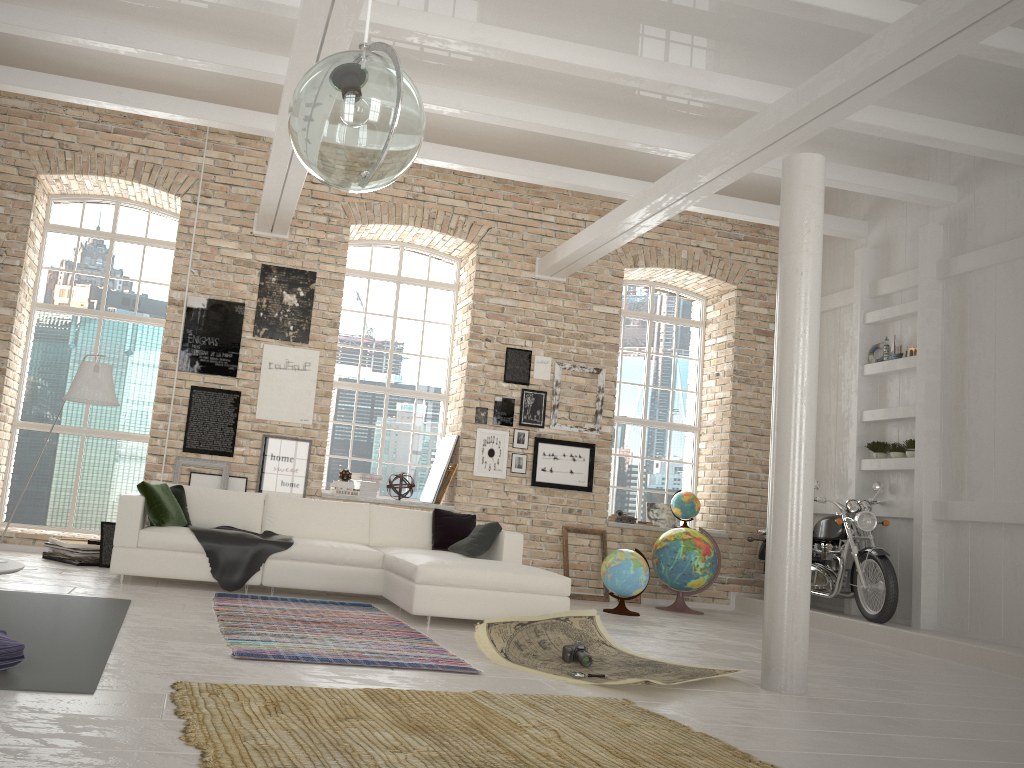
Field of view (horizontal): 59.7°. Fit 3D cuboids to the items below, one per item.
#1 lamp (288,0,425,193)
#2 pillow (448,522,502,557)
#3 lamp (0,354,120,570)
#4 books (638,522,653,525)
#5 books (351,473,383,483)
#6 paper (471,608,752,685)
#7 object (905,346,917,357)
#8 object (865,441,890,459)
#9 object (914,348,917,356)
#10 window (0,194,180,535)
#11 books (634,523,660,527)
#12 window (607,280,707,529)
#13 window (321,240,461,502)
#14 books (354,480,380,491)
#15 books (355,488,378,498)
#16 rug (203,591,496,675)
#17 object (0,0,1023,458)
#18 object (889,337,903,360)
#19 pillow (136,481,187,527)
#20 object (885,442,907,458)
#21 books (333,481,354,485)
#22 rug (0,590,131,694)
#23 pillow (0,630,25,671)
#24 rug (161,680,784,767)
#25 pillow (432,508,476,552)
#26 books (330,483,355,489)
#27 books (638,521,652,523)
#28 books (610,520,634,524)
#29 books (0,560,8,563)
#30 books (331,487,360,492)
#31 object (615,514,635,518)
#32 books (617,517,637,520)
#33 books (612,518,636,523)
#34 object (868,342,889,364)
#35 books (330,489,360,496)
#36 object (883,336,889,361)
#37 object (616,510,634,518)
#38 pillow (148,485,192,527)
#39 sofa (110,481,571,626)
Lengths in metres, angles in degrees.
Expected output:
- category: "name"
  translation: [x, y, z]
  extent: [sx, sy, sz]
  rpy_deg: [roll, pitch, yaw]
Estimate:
- category: "lamp"
  translation: [-0.525, -1.472, 3.328]
  extent: [0.504, 1.597, 0.501]
  rpy_deg: [5, -8, -1]
- category: "pillow"
  translation: [-0.315, 1.313, 7.623]
  extent: [0.325, 0.305, 0.437]
  rpy_deg: [9, -9, -25]
- category: "lamp"
  translation: [-3.722, 0.620, 7.274]
  extent: [1.049, 1.773, 0.430]
  rpy_deg: [2, -8, 20]
- category: "books"
  translation: [1.497, 1.561, 9.983]
  extent: [0.099, 0.014, 0.142]
  rpy_deg: [11, -10, -33]
- category: "books"
  translation: [-1.592, 1.025, 9.769]
  extent: [0.286, 0.085, 0.243]
  rpy_deg: [11, -10, -34]
- category: "paper"
  translation: [0.617, 1.507, 5.120]
  extent: [1.134, 0.265, 1.370]
  rpy_deg: [-1, -11, 39]
- category: "object"
  translation: [3.844, -0.303, 8.575]
  extent: [0.107, 0.119, 0.107]
  rpy_deg: [5, -8, 3]
- category: "object"
  translation: [3.609, 0.653, 8.800]
  extent: [0.245, 0.180, 0.236]
  rpy_deg: [-3, -12, 45]
- category: "object"
  translation: [3.880, -0.300, 8.462]
  extent: [0.114, 0.088, 0.100]
  rpy_deg: [1, -9, 26]
- category: "window"
  translation: [-2.589, -0.861, 4.096]
  extent: [1.384, 3.651, 11.810]
  rpy_deg: [7, -8, -18]
- category: "books"
  translation: [1.507, 1.578, 9.976]
  extent: [0.221, 0.022, 0.181]
  rpy_deg: [8, -9, -14]
- category: "window"
  translation: [3.518, -0.400, 5.345]
  extent: [1.384, 2.985, 11.810]
  rpy_deg: [7, -8, -18]
- category: "window"
  translation: [0.493, -0.793, 4.746]
  extent: [1.384, 2.985, 11.810]
  rpy_deg: [7, -8, -18]
- category: "books"
  translation: [-1.592, 1.111, 9.766]
  extent: [0.228, 0.088, 0.330]
  rpy_deg: [9, -9, -21]
- category: "books"
  translation: [-1.599, 1.192, 9.754]
  extent: [0.233, 0.088, 0.324]
  rpy_deg: [7, -8, -11]
- category: "rug"
  translation: [-1.213, 1.536, 5.645]
  extent: [1.361, 0.008, 2.775]
  rpy_deg: [8, -9, -18]
- category: "object"
  translation: [0.080, -0.886, 4.700]
  extent: [9.844, 4.793, 12.229]
  rpy_deg: [8, -8, -15]
- category: "object"
  translation: [3.761, -0.363, 8.727]
  extent: [0.064, 0.260, 0.234]
  rpy_deg: [5, -8, -4]
- category: "pillow"
  translation: [-2.832, 0.973, 7.215]
  extent: [0.313, 0.343, 0.406]
  rpy_deg: [4, -8, 9]
- category: "object"
  translation: [3.706, 0.641, 8.578]
  extent: [0.221, 0.158, 0.234]
  rpy_deg: [9, -9, -23]
- category: "books"
  translation: [-1.784, 1.045, 9.427]
  extent: [0.175, 0.030, 0.185]
  rpy_deg: [10, -9, -26]
- category: "rug"
  translation: [-2.721, 1.208, 4.474]
  extent: [1.390, 0.041, 2.810]
  rpy_deg: [8, -9, -18]
- category: "pillow"
  translation: [-2.171, 1.075, 3.567]
  extent: [0.331, 0.164, 0.378]
  rpy_deg: [12, -11, -39]
- category: "rug"
  translation: [-0.117, 1.289, 3.267]
  extent: [2.114, 0.021, 1.601]
  rpy_deg: [9, -9, -20]
- category: "pillow"
  translation: [-0.519, 1.332, 8.016]
  extent: [0.416, 0.389, 0.249]
  rpy_deg: [7, -8, -13]
- category: "books"
  translation: [-1.794, 1.078, 9.422]
  extent: [0.192, 0.040, 0.205]
  rpy_deg: [10, -9, -29]
- category: "books"
  translation: [1.491, 1.549, 9.991]
  extent: [0.125, 0.013, 0.109]
  rpy_deg: [12, -11, -39]
- category: "books"
  translation: [1.245, 1.573, 10.124]
  extent: [0.249, 0.025, 0.208]
  rpy_deg: [8, -9, -13]
- category: "books"
  translation: [-2.670, 0.812, 4.269]
  extent: [0.387, 0.048, 0.294]
  rpy_deg: [3, -9, 15]
- category: "books"
  translation: [-1.761, 1.111, 9.411]
  extent: [0.262, 0.024, 0.227]
  rpy_deg: [8, -9, -18]
- category: "object"
  translation: [1.259, 1.501, 10.130]
  extent: [0.208, 0.020, 0.164]
  rpy_deg: [8, -9, -14]
- category: "books"
  translation: [1.257, 1.524, 10.138]
  extent: [0.248, 0.026, 0.211]
  rpy_deg: [9, -9, -19]
- category: "books"
  translation: [1.246, 1.548, 10.131]
  extent: [0.247, 0.029, 0.210]
  rpy_deg: [8, -9, -15]
- category: "object"
  translation: [3.712, -0.308, 9.027]
  extent: [0.067, 0.228, 0.246]
  rpy_deg: [9, -9, -26]
- category: "books"
  translation: [-1.767, 1.146, 9.406]
  extent: [0.267, 0.048, 0.227]
  rpy_deg: [8, -9, -17]
- category: "object"
  translation: [3.735, -0.344, 8.896]
  extent: [0.071, 0.267, 0.063]
  rpy_deg: [0, -9, 29]
- category: "object"
  translation: [1.289, 1.489, 10.156]
  extent: [0.100, 0.090, 0.452]
  rpy_deg: [2, -9, 25]
- category: "pillow"
  translation: [-2.899, 1.022, 7.491]
  extent: [0.333, 0.365, 0.387]
  rpy_deg: [0, -9, 31]
- category: "sofa"
  translation: [-1.467, 1.336, 7.075]
  extent: [3.191, 0.841, 2.236]
  rpy_deg: [8, -8, -13]
